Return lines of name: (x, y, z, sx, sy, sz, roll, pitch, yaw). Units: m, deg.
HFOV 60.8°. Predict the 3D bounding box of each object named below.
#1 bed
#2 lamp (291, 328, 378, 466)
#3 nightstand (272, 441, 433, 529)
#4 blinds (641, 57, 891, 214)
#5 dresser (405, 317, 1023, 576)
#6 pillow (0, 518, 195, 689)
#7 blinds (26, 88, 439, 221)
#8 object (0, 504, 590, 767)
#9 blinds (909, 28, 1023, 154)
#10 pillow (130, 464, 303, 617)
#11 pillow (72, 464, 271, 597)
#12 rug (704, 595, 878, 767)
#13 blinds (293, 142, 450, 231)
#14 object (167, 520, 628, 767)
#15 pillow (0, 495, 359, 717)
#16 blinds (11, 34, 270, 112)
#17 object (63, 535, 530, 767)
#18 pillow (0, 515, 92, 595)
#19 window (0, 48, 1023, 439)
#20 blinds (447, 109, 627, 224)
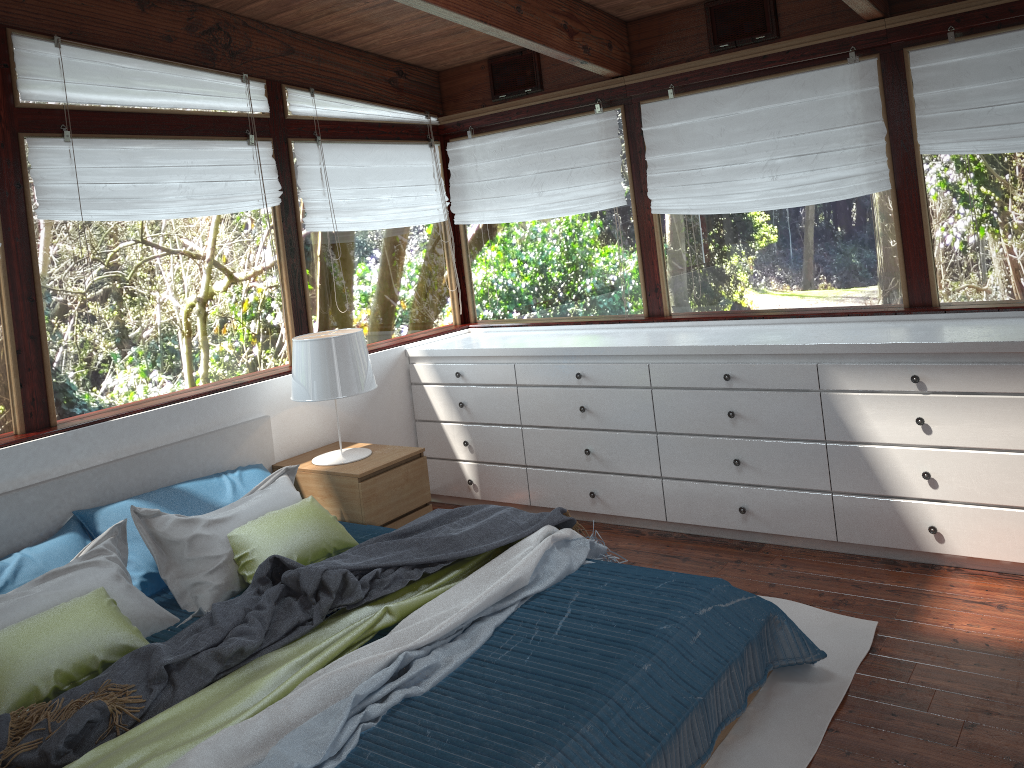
bed: (-0.648, 0.736, 2.722, 2.562, 0.764, 2.180, 0, 11, 37)
lamp: (-0.837, 0.054, 4.124, 0.403, 0.587, 0.412, -5, 4, 28)
nightstand: (-0.746, 0.611, 4.127, 0.605, 0.539, 0.435, -2, 6, 37)
blinds: (1.210, -1.179, 4.334, 1.220, 0.642, 0.054, -1, 3, 36)
dresser: (0.844, 0.201, 4.295, 3.099, 0.876, 0.625, 0, 7, 36)
pillow: (-1.500, 0.758, 2.767, 0.469, 0.356, 0.890, -3, 9, 32)
blinds: (-1.185, -1.224, 4.535, 0.053, 0.650, 2.611, -7, 8, 37)
object: (-0.656, 0.757, 2.745, 0.626, 0.403, 2.163, 0, 12, 45)
blinds: (2.287, -1.222, 3.536, 1.214, 0.520, 0.054, 0, 4, 36)
pillow: (-1.017, 0.546, 3.418, 0.358, 0.388, 0.869, -4, 9, 31)
pillow: (-1.272, 0.552, 3.609, 0.364, 0.315, 0.939, -3, 10, 34)
rug: (-0.212, 1.086, 2.445, 1.791, 0.048, 2.765, 1, 12, 36)
blinds: (-0.766, -1.154, 5.077, 0.053, 0.503, 1.200, -7, 7, 37)
object: (-0.232, 0.881, 2.333, 0.533, 0.372, 2.198, -2, 10, 32)
pillow: (-1.112, 0.693, 2.967, 0.309, 0.217, 1.406, -2, 11, 36)
blinds: (-1.626, -1.402, 4.000, 0.031, 0.273, 1.265, -7, 8, 37)
object: (-0.496, 0.924, 2.574, 0.488, 0.443, 2.147, -3, 10, 32)
pillow: (-1.780, 0.729, 2.913, 0.345, 0.326, 0.930, -3, 9, 34)
window: (1.363, -0.708, 1.107, 8.256, 1.920, 5.370, 1, 11, 36)
blinds: (0.106, -1.242, 5.145, 1.235, 0.553, 0.054, 0, 4, 36)
